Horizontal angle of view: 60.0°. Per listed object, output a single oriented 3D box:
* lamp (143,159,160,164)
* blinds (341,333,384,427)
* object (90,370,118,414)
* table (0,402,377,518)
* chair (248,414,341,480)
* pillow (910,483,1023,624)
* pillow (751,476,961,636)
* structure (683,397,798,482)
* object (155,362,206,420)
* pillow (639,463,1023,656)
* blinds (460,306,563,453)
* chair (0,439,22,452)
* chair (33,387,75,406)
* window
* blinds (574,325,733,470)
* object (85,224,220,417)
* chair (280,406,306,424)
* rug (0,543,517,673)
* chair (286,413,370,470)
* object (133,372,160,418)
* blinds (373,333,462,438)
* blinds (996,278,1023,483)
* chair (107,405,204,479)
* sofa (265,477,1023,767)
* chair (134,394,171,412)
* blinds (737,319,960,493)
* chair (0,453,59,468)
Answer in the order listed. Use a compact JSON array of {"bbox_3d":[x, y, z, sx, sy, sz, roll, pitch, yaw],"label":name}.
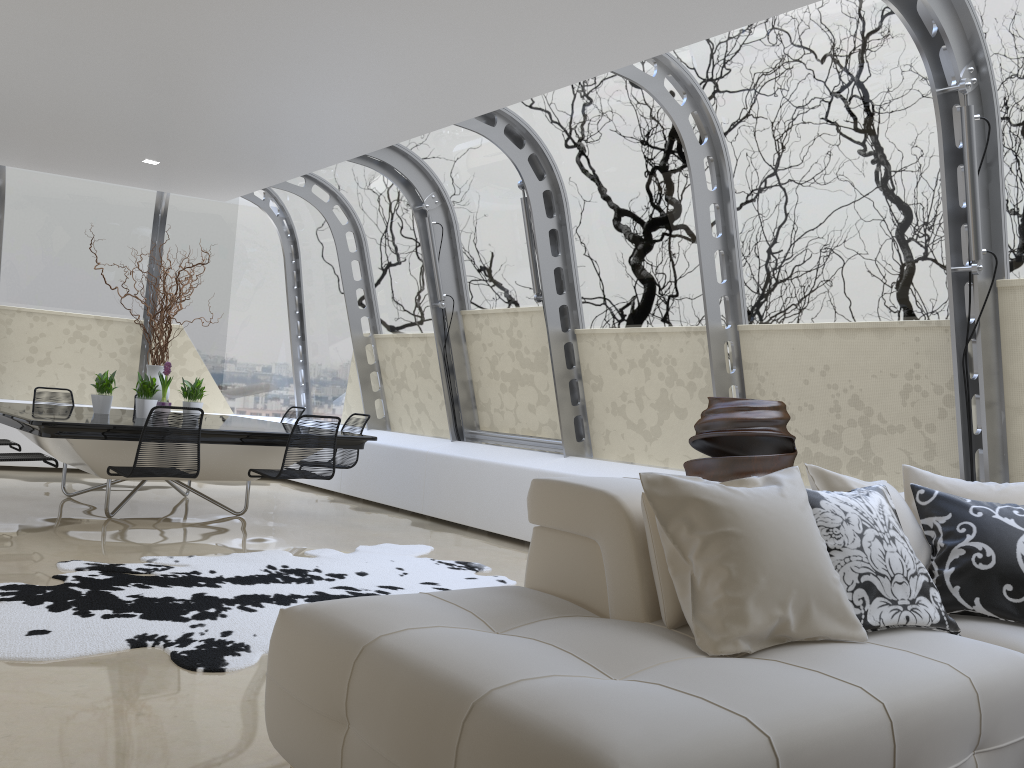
[{"bbox_3d":[-3.678,-2.110,0.694,9.775,0.004,9.928,6,-2,-39],"label":"lamp"},{"bbox_3d":[-1.928,0.511,10.296,0.663,2.118,1.829,6,-2,-39],"label":"blinds"},{"bbox_3d":[-3.368,0.061,7.318,0.215,0.369,0.284,5,-2,-1],"label":"object"},{"bbox_3d":[-2.988,0.660,7.445,2.494,0.759,3.031,6,-2,-39],"label":"table"},{"bbox_3d":[-1.581,0.471,6.529,0.446,0.519,0.688,6,-2,-39],"label":"chair"},{"bbox_3d":[1.721,0.630,3.116,0.599,0.483,0.405,4,-2,19],"label":"pillow"},{"bbox_3d":[1.113,0.563,2.868,0.604,0.471,0.394,5,-2,-23],"label":"pillow"},{"bbox_3d":[1.246,0.706,4.903,0.674,1.258,0.672,4,-2,28],"label":"structure"},{"bbox_3d":[-2.752,0.063,7.435,0.417,0.476,0.238,5,-2,-11],"label":"object"},{"bbox_3d":[2.137,0.608,2.623,3.322,0.530,1.656,4,-2,21],"label":"pillow"},{"bbox_3d":[0.040,-0.028,7.668,0.387,1.214,1.376,6,-2,-39],"label":"blinds"},{"bbox_3d":[-4.378,0.264,7.186,0.688,0.519,0.446,6,-2,-39],"label":"chair"},{"bbox_3d":[-4.274,0.304,8.364,0.446,0.519,0.688,6,-2,-39],"label":"chair"},{"bbox_3d":[-4.836,-0.688,2.295,16.693,3.674,16.171,6,-2,-33],"label":"window"},{"bbox_3d":[1.027,0.113,6.494,0.329,1.027,1.430,6,-2,-39],"label":"blinds"},{"bbox_3d":[-3.060,-0.506,7.396,1.135,1.549,1.031,3,-2,43],"label":"object"},{"bbox_3d":[-2.440,0.462,8.779,0.688,0.519,0.446,6,-2,-39],"label":"chair"},{"bbox_3d":[-1.096,1.113,4.627,3.220,0.008,2.705,6,-2,-39],"label":"rug"},{"bbox_3d":[-1.632,0.501,7.792,0.688,0.519,0.446,6,-2,-39],"label":"chair"},{"bbox_3d":[-2.935,0.090,7.115,0.215,0.369,0.284,5,-2,-6],"label":"object"},{"bbox_3d":[-0.922,0.021,8.877,0.329,1.027,1.430,6,-2,-39],"label":"blinds"},{"bbox_3d":[2.955,0.110,4.105,0.387,1.214,1.376,6,-2,-39],"label":"blinds"},{"bbox_3d":[-2.349,0.392,5.898,0.446,0.519,0.688,6,-2,-39],"label":"chair"},{"bbox_3d":[1.859,0.850,1.964,3.257,0.866,4.169,6,-2,-39],"label":"sofa"},{"bbox_3d":[-3.561,0.377,8.950,0.446,0.519,0.688,6,-2,-39],"label":"chair"},{"bbox_3d":[2.002,0.160,5.303,0.329,1.027,1.430,6,-2,-39],"label":"blinds"},{"bbox_3d":[-3.570,0.302,6.199,0.688,0.519,0.446,6,-2,-39],"label":"chair"}]
